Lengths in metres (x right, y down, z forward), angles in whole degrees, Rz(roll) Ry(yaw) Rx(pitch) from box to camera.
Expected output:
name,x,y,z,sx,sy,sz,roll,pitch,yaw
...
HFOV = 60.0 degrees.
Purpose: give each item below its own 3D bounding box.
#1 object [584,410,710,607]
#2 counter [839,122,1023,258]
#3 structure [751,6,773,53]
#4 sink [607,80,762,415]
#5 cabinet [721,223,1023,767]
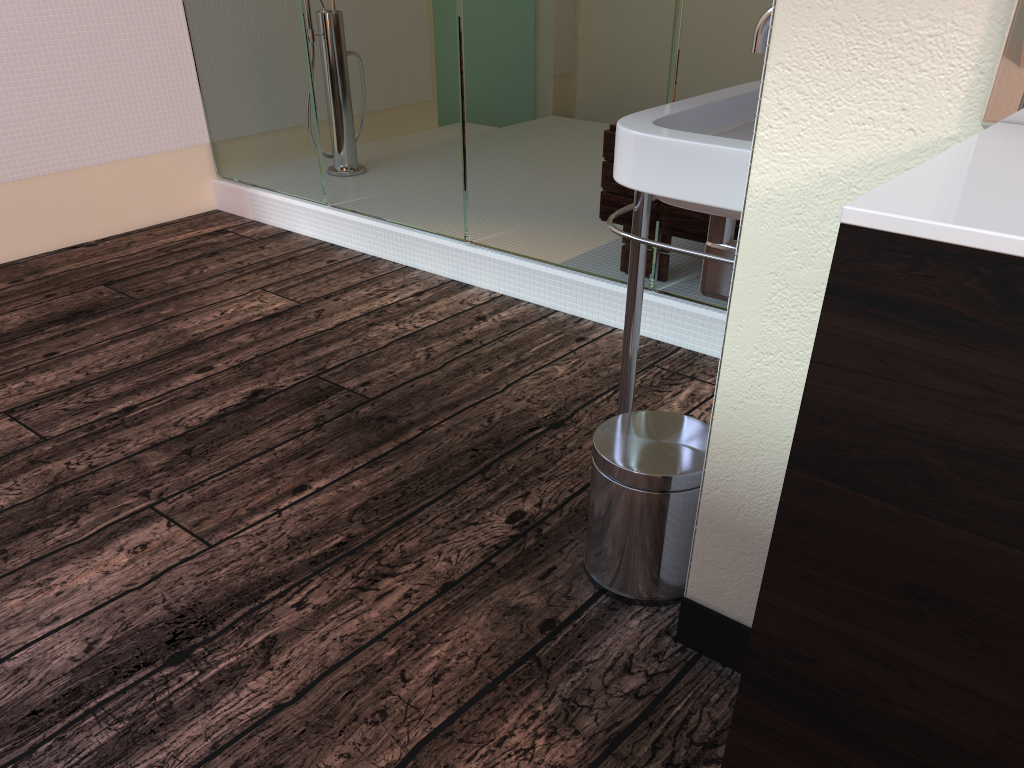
name,x,y,z,sx,sy,sz,roll,pitch,yaw
object,0.242,0.237,1.534,0.223,0.312,0.219,2,31,4
counter,1.024,0.234,0.251,1.842,0.301,0.437,22,37,33
structure,0.468,-0.601,1.310,0.235,0.124,0.295,23,37,33
sink,0.445,-0.156,1.638,0.343,0.799,0.674,23,38,33
cabinet,1.043,0.507,0.442,1.842,0.939,0.382,22,38,33
